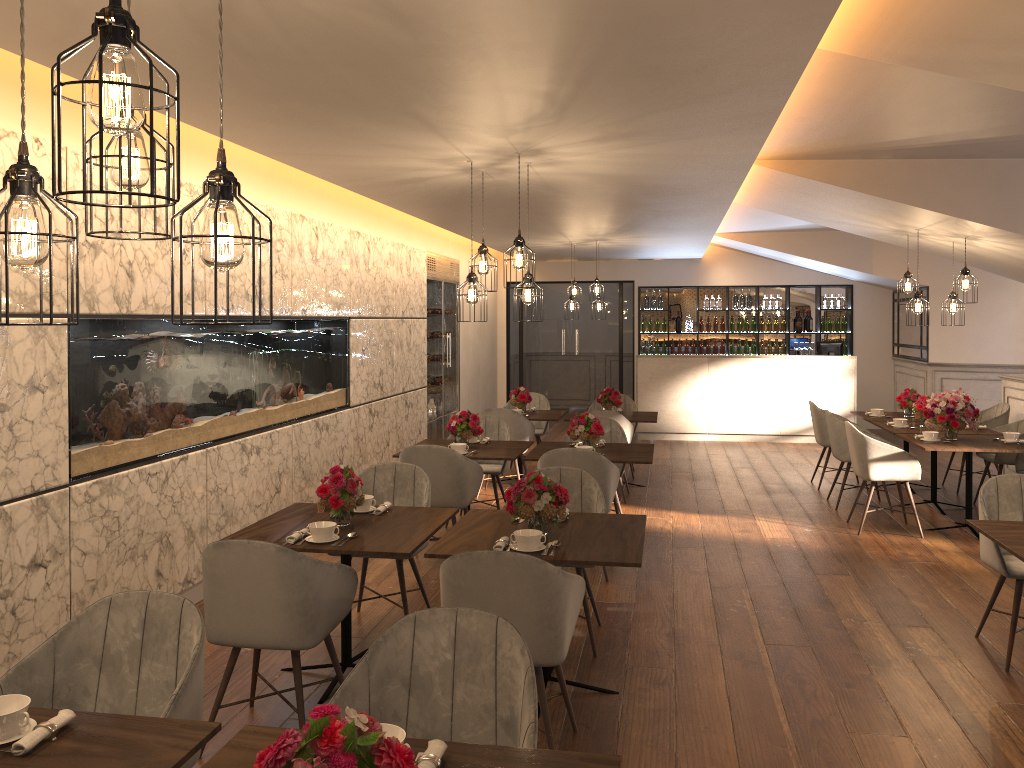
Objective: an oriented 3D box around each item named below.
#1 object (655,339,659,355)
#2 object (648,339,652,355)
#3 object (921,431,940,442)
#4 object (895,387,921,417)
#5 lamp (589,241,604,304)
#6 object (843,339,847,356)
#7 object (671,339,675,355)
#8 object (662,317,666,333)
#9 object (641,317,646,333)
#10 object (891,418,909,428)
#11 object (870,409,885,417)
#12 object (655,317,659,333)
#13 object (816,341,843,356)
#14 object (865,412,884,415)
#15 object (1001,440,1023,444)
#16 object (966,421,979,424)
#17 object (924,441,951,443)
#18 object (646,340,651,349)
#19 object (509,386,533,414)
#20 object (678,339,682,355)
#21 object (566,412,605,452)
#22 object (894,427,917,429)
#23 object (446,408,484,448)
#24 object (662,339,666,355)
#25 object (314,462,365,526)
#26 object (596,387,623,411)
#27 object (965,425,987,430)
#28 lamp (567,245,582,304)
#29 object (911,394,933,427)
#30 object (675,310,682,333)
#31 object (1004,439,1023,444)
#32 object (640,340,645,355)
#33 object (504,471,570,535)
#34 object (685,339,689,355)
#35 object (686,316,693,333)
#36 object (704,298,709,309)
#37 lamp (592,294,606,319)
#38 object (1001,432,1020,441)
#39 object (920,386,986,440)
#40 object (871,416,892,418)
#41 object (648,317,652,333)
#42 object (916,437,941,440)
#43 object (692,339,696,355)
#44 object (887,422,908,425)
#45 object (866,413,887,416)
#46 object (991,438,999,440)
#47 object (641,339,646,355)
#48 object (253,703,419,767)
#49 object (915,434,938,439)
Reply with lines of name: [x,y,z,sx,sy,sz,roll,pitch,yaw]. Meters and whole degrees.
object: [2.351,-0.599,14.324,0.065,0.261,0.066,0,1,-11]
object: [2.243,-0.600,14.344,0.065,0.261,0.066,0,1,-11]
object: [3.341,0.419,7.068,0.148,0.072,0.148,-3,4,-37]
object: [3.960,0.173,8.830,0.305,0.301,0.234,-2,3,-33]
lamp: [1.021,-2.006,10.666,0.175,2.069,0.175,0,1,11]
object: [5.201,-0.570,13.823,0.065,0.261,0.066,0,1,-11]
object: [2.592,-0.597,14.282,0.065,0.261,0.066,0,1,-11]
object: [2.459,-0.960,14.300,0.065,0.261,0.066,0,1,-11]
object: [2.133,-0.963,14.358,0.065,0.261,0.066,0,1,-11]
object: [3.502,0.353,7.986,0.148,0.072,0.148,-3,4,-37]
object: [3.657,0.289,8.868,0.148,0.072,0.148,-3,4,-37]
object: [2.350,-0.961,14.320,0.065,0.261,0.066,0,1,-11]
object: [4.446,-0.431,12.345,0.408,0.328,0.130,-1,1,-12]
object: [3.677,0.298,8.981,0.175,0.039,0.056,1,3,10]
object: [3.923,0.452,6.922,0.192,0.024,0.025,1,3,10]
object: [4.108,0.356,7.916,0.148,0.072,0.148,-3,4,-37]
object: [3.340,0.456,6.954,0.197,0.015,0.043,0,4,6]
object: [1.947,-0.518,12.624,0.065,0.207,0.146,0,2,1]
object: [0.102,0.159,9.194,0.234,0.301,0.305,-1,3,-15]
object: [2.701,-0.595,14.263,0.065,0.261,0.066,0,1,-11]
object: [0.558,0.348,6.557,0.305,0.301,0.234,2,3,43]
object: [3.502,0.390,7.872,0.197,0.015,0.043,0,4,6]
object: [-0.372,0.335,6.749,0.305,0.301,0.234,1,3,32]
object: [2.460,-0.598,14.305,0.065,0.261,0.066,0,1,-11]
object: [-0.822,0.519,4.213,0.234,0.301,0.306,0,2,12]
object: [0.984,0.169,9.046,0.234,0.301,0.305,-1,3,-33]
object: [4.088,0.381,7.804,0.175,0.039,0.056,1,3,10]
lamp: [0.793,-2.047,11.245,0.175,2.069,0.175,0,1,11]
object: [3.748,0.233,8.038,0.234,0.301,0.305,1,3,29]
object: [2.684,-1.006,14.264,0.104,0.359,0.104,0,1,-18]
object: [3.927,0.448,6.886,0.175,0.039,0.056,1,3,10]
object: [1.862,-0.518,12.635,0.065,0.207,0.065,0,1,1]
object: [0.111,0.531,4.019,0.305,0.301,0.234,-1,2,-12]
object: [2.809,-0.594,14.244,0.065,0.261,0.066,0,1,-11]
object: [2.847,-0.965,14.230,0.108,0.281,0.108,-1,1,-34]
object: [3.111,-1.286,14.150,0.070,0.190,0.041,0,1,10]
lamp: [1.078,-1.836,10.992,0.175,2.069,0.175,0,1,11]
object: [3.946,0.422,6.998,0.148,0.072,0.148,-3,4,-37]
object: [3.548,0.235,7.157,0.419,0.425,0.406,0,2,-2]
object: [3.657,0.326,8.754,0.197,0.015,0.043,0,4,6]
object: [2.242,-0.962,14.339,0.065,0.261,0.066,0,1,-11]
object: [3.364,0.437,7.145,0.192,0.024,0.025,1,3,10]
object: [2.918,-0.593,14.225,0.065,0.261,0.066,0,1,-11]
object: [3.522,0.362,8.099,0.175,0.039,0.056,1,3,10]
object: [3.681,0.308,8.945,0.192,0.024,0.025,1,3,10]
object: [3.947,0.443,7.113,0.197,0.015,0.043,0,4,6]
object: [2.134,-0.601,14.363,0.065,0.261,0.066,0,1,-11]
object: [-0.319,0.706,1.578,0.305,0.301,0.234,-1,2,-12]
object: [3.360,0.428,7.180,0.175,0.039,0.056,1,3,10]
